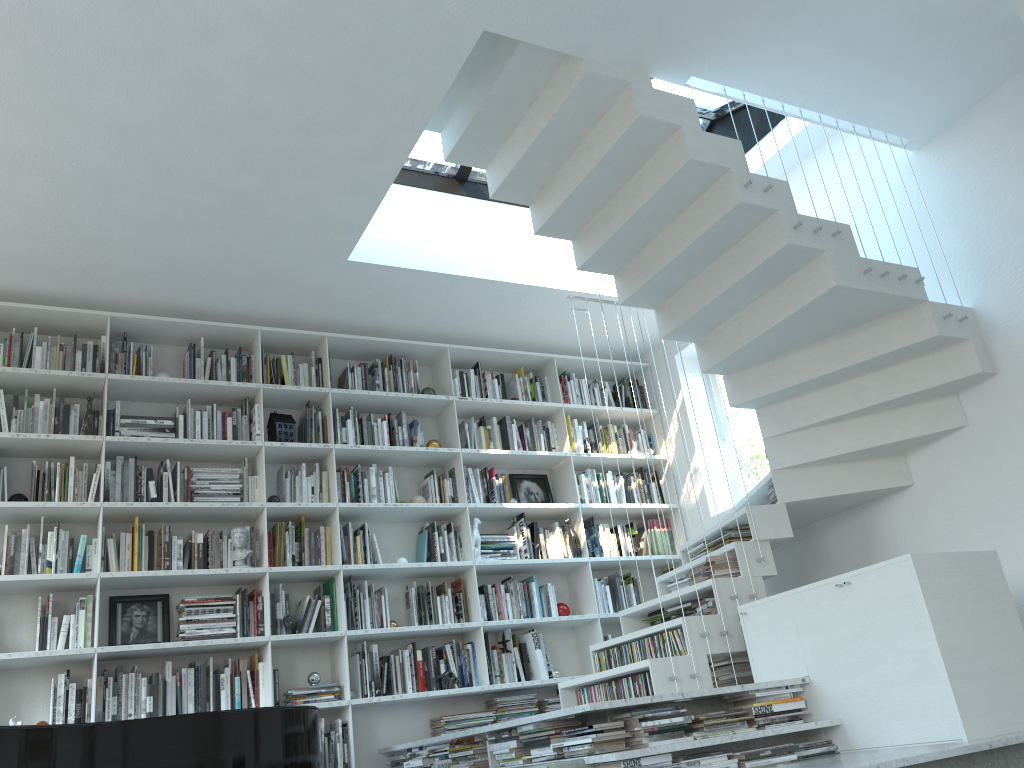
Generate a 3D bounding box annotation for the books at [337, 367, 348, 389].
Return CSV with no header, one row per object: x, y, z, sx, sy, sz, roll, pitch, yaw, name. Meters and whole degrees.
-1.100,0.021,5.727,0.046,0.205,0.184,4,-25,-28,books

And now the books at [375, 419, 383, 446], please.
-0.869,0.359,5.704,0.023,0.236,0.150,4,-25,-28,books

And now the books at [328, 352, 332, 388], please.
-1.194,-0.033,5.695,0.019,0.303,0.176,4,-25,-28,books

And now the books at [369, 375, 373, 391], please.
-0.954,0.053,5.837,0.031,0.190,0.133,4,-25,-28,books

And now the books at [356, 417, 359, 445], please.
-1.008,0.352,5.635,0.012,0.234,0.166,4,-25,-28,books

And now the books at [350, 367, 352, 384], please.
-1.071,0.011,5.779,0.012,0.254,0.134,4,-25,-28,books

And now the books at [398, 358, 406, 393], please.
-0.753,0.003,5.941,0.008,0.305,0.183,4,-25,-28,books

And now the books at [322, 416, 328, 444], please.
-1.181,0.337,5.513,0.008,0.213,0.224,4,-25,-28,books

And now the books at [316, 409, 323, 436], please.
-1.208,0.314,5.552,0.005,0.290,0.131,4,-25,-28,books

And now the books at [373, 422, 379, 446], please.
-0.894,0.372,5.698,0.025,0.215,0.144,4,-25,-28,books

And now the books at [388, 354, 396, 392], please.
-0.819,-0.011,5.913,0.007,0.328,0.184,4,-25,-28,books

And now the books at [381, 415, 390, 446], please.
-0.828,0.350,5.732,0.012,0.263,0.157,4,-25,-28,books

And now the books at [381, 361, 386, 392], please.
-0.874,0.012,5.890,0.007,0.284,0.160,4,-25,-28,books

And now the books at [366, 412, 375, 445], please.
-0.916,0.340,5.703,0.013,0.283,0.155,4,-25,-28,books

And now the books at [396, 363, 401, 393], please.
-0.783,0.019,5.927,0.008,0.273,0.163,4,-25,-28,books

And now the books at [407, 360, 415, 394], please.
-0.703,0.012,5.966,0.013,0.295,0.189,4,-25,-28,books

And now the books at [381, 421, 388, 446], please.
-0.842,0.367,5.697,0.021,0.208,0.181,4,-25,-28,books

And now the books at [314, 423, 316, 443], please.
-1.247,0.344,5.503,0.013,0.210,0.140,4,-25,-28,books

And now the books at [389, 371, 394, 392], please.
-0.822,0.041,5.868,0.018,0.200,0.189,4,-25,-28,books

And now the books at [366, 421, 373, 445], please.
-0.931,0.368,5.685,0.028,0.222,0.142,4,-25,-28,books

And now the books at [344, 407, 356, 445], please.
-1.029,0.315,5.631,0.014,0.305,0.153,4,-25,-28,books

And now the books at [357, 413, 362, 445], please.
-0.989,0.340,5.668,0.012,0.275,0.133,4,-25,-28,books

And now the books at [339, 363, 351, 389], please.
-1.081,0.007,5.752,0.009,0.243,0.174,4,-25,-28,books

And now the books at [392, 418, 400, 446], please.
-0.778,0.364,5.747,0.030,0.237,0.186,4,-25,-28,books

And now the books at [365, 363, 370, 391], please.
-0.974,0.014,5.823,0.021,0.255,0.169,4,-25,-28,books

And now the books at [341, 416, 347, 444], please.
-1.079,0.343,5.598,0.026,0.242,0.148,4,-25,-28,books

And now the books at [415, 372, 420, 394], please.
-0.662,0.054,5.966,0.014,0.208,0.188,4,-25,-28,books

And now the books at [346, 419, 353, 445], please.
-1.045,0.353,5.589,0.026,0.207,0.181,4,-25,-28,books

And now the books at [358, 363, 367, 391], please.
-0.996,0.012,5.809,0.030,0.254,0.161,4,-25,-28,books

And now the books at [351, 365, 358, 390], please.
-1.041,0.015,5.766,0.013,0.228,0.174,4,-25,-28,books

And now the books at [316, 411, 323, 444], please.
-1.211,0.319,5.505,0.013,0.247,0.187,4,-25,-28,books

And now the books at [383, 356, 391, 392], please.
-0.848,-0.005,5.896,0.006,0.311,0.179,4,-25,-28,books

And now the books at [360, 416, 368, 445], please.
-0.959,0.348,5.651,0.027,0.240,0.160,4,-25,-28,books

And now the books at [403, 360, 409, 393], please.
-0.732,0.011,5.985,0.008,0.320,0.134,4,-25,-28,books

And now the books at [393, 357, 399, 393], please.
-0.800,-0.003,5.899,0.015,0.298,0.184,4,-25,-28,books

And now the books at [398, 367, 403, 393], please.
-0.767,0.030,5.930,0.024,0.251,0.150,4,-25,-28,books

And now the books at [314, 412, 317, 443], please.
-1.237,0.320,5.507,0.005,0.254,0.159,4,-25,-28,books

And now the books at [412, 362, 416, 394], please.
-0.690,0.018,5.962,0.008,0.277,0.181,4,-25,-28,books

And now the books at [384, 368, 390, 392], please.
-0.850,0.029,5.870,0.018,0.230,0.160,4,-25,-28,books

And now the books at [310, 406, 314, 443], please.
-1.255,0.300,5.496,0.021,0.287,0.180,4,-25,-28,books

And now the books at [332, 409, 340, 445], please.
-1.115,0.318,5.580,0.012,0.284,0.160,4,-25,-28,books

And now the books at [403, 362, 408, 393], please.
-0.735,0.013,5.961,0.019,0.298,0.137,4,-25,-28,books

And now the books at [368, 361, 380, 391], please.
-0.915,0.008,5.831,0.028,0.257,0.185,4,-25,-28,books

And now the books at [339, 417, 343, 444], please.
-1.098,0.345,5.593,0.012,0.238,0.139,4,-25,-28,books

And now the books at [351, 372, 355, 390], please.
-1.053,0.040,5.762,0.009,0.182,0.160,4,-25,-28,books

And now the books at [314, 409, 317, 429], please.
-1.244,0.317,5.540,0.013,0.287,0.132,4,-25,-28,books

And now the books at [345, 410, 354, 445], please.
-1.042,0.327,5.625,0.011,0.282,0.173,4,-25,-28,books

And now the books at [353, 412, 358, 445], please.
-1.016,0.332,5.629,0.010,0.267,0.166,4,-25,-28,books

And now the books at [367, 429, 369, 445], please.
-0.948,0.369,5.671,0.014,0.214,0.133,4,-25,-28,books

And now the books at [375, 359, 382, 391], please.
-0.905,0.003,5.868,0.024,0.291,0.168,4,-25,-28,books

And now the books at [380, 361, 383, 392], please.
-0.892,0.008,5.888,0.017,0.294,0.139,4,-25,-28,books

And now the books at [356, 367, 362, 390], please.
-1.020,0.024,5.790,0.028,0.225,0.164,4,-25,-28,books

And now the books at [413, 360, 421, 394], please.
-0.660,0.010,5.990,0.006,0.305,0.164,4,-25,-28,books

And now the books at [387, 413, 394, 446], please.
-0.808,0.348,5.761,0.012,0.284,0.160,4,-25,-28,books

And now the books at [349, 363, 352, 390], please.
-1.077,0.011,5.764,0.011,0.243,0.173,4,-25,-28,books

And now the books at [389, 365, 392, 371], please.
-0.821,0.025,5.895,0.008,0.250,0.170,4,-25,-28,books

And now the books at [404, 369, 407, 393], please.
-0.743,0.029,5.942,0.014,0.257,0.150,4,-25,-28,books

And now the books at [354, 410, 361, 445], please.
-1.002,0.328,5.658,0.021,0.294,0.139,4,-25,-28,books

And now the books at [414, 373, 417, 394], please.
-0.680,0.054,5.967,0.018,0.213,0.158,4,-25,-28,books
